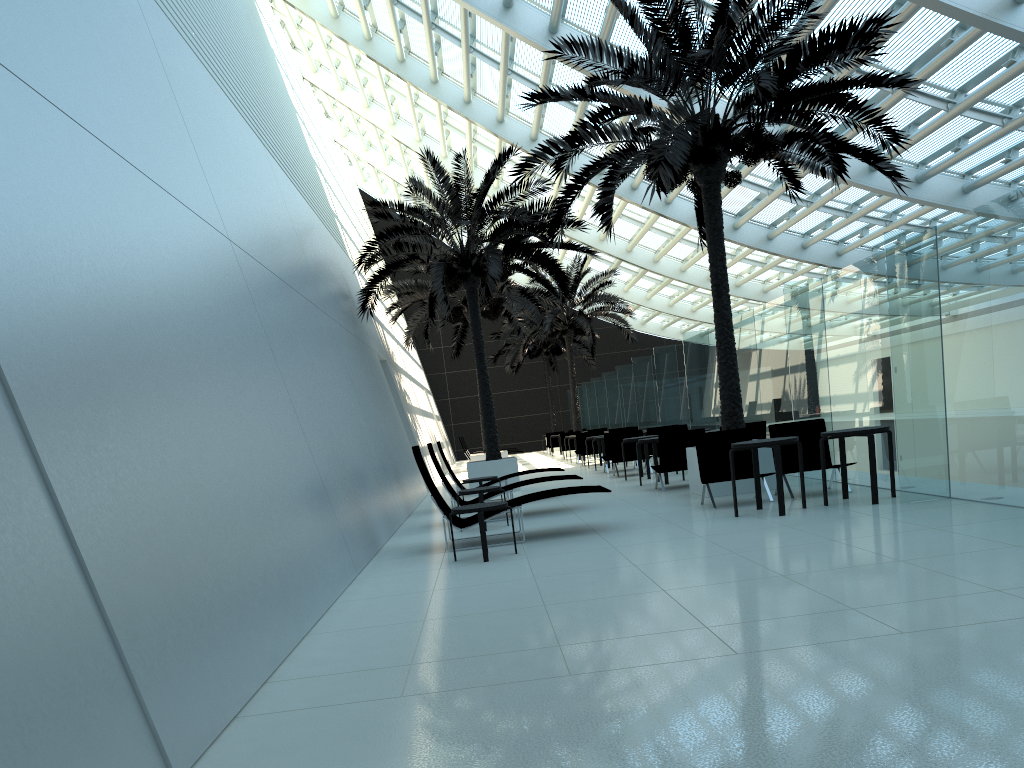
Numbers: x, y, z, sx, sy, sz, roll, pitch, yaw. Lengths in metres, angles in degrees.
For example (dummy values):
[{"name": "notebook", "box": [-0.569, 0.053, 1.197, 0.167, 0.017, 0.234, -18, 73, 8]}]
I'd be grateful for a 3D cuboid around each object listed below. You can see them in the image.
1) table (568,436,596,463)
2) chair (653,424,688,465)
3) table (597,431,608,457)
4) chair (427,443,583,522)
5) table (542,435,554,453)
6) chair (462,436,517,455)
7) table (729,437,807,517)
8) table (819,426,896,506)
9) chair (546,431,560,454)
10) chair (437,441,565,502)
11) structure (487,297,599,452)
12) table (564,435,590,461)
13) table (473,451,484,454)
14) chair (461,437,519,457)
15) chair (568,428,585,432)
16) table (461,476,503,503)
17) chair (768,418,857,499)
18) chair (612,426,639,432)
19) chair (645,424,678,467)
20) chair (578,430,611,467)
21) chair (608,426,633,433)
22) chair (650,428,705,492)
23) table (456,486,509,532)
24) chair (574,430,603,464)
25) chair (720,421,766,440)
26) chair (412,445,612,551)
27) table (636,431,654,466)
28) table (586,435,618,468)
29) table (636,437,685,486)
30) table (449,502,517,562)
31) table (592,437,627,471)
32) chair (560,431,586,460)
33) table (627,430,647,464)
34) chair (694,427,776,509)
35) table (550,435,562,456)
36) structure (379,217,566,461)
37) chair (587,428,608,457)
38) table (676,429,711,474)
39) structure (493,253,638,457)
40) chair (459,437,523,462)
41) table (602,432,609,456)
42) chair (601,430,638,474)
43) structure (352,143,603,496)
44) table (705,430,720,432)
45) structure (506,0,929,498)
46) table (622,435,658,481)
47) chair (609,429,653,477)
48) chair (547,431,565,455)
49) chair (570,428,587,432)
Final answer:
[{"name": "table", "box": [2.104, 1.933, 26.154, 0.684, 0.790, 0.668, -4, 4, 41]}, {"name": "chair", "box": [3.341, 1.287, 17.650, 0.716, 0.897, 0.879, -7, 2, -2]}, {"name": "table", "box": [3.024, 1.896, 27.602, 0.684, 0.790, 0.667, -5, 4, 36]}, {"name": "chair", "box": [-0.079, 1.278, 12.208, 2.035, 1.171, 0.912, -7, 3, -1]}, {"name": "table", "box": [1.703, 2.563, 37.412, 0.668, 0.790, 0.683, -10, 4, -44]}, {"name": "chair", "box": [-0.860, 2.506, 34.166, 2.035, 1.171, 0.912, -7, 3, -1]}, {"name": "table", "box": [2.714, 0.987, 9.266, 0.668, 0.790, 0.683, -10, 4, -44]}, {"name": "table", "box": [3.676, 0.871, 9.284, 0.668, 0.790, 0.683, -10, 4, -44]}, {"name": "chair", "box": [1.768, 2.437, 36.230, 0.716, 0.897, 0.879, -7, 2, -2]}, {"name": "chair", "box": [-0.170, 1.421, 14.776, 2.035, 1.171, 0.912, -7, 3, -1]}, {"name": "structure", "box": [1.743, -0.509, 38.784, 4.413, 7.099, 4.799, -9, 5, -23]}, {"name": "table", "box": [2.062, 2.012, 27.583, 0.684, 0.790, 0.667, -5, 4, 36]}, {"name": "table", "box": [-1.160, 2.814, 33.039, 0.557, 0.523, 0.544, -5, 3, 41]}, {"name": "chair", "box": [-0.766, 2.358, 31.518, 2.035, 1.171, 0.912, -7, 3, -1]}, {"name": "chair", "box": [2.694, 2.326, 36.248, 0.716, 0.897, 0.879, -7, 2, -2]}, {"name": "table", "box": [-0.470, 1.729, 13.650, 0.557, 0.523, 0.544, -5, 3, 41]}, {"name": "chair", "box": [3.597, 0.884, 10.451, 0.716, 0.897, 0.879, -7, 2, -2]}, {"name": "chair", "box": [3.140, 1.603, 23.296, 0.716, 0.897, 0.879, -7, 2, -2]}, {"name": "chair", "box": [3.295, 1.381, 19.357, 0.716, 0.897, 0.879, -7, 2, -2]}, {"name": "chair", "box": [2.215, 1.714, 23.278, 0.716, 0.897, 0.879, -7, 2, -2]}, {"name": "chair", "box": [3.094, 1.696, 24.991, 0.716, 0.897, 0.879, -7, 2, -2]}, {"name": "chair", "box": [2.575, 1.168, 13.554, 0.716, 0.897, 0.879, -7, 2, -2]}, {"name": "table", "box": [-0.378, 1.585, 11.082, 0.557, 0.523, 0.544, -5, 3, 41]}, {"name": "chair", "box": [2.169, 1.807, 24.973, 0.716, 0.897, 0.879, -7, 2, -2]}, {"name": "chair", "box": [3.501, 1.057, 13.572, 0.716, 0.897, 0.879, -7, 2, -2]}, {"name": "chair", "box": [0.013, 1.134, 9.640, 2.035, 1.171, 0.912, -7, 3, -1]}, {"name": "table", "box": [3.266, 1.502, 20.539, 0.684, 0.790, 0.668, -4, 4, 41]}, {"name": "table", "box": [2.261, 1.698, 21.984, 0.684, 0.790, 0.667, -5, 4, 36]}, {"name": "table", "box": [2.510, 1.294, 14.736, 0.684, 0.790, 0.668, -4, 4, 41]}, {"name": "table", "box": [-0.287, 1.441, 8.514, 0.557, 0.523, 0.544, -5, 3, 41]}, {"name": "table", "box": [2.304, 1.618, 20.520, 0.684, 0.790, 0.668, -4, 4, 41]}, {"name": "chair", "box": [2.017, 2.026, 28.852, 0.716, 0.897, 0.879, -7, 2, -2]}, {"name": "table", "box": [3.223, 1.583, 22.003, 0.684, 0.790, 0.667, -5, 4, 36]}, {"name": "chair", "box": [2.672, 0.995, 10.433, 0.716, 0.897, 0.879, -7, 2, -2]}, {"name": "table", "box": [1.861, 2.328, 33.241, 0.684, 0.790, 0.667, -5, 4, 36]}, {"name": "structure", "box": [-1.056, -0.913, 23.182, 4.315, 6.973, 4.546, -4, 5, 32]}, {"name": "chair", "box": [2.942, 1.915, 28.870, 0.716, 0.897, 0.879, -7, 2, -2]}, {"name": "table", "box": [3.424, 1.267, 16.369, 0.684, 0.790, 0.667, -5, 4, 36]}, {"name": "structure", "box": [2.006, -0.961, 30.651, 4.807, 7.101, 4.402, -7, 5, -8]}, {"name": "chair", "box": [-0.674, 2.214, 28.949, 2.035, 1.171, 0.912, -7, 3, -1]}, {"name": "table", "box": [3.066, 1.817, 26.173, 0.684, 0.790, 0.668, -4, 4, 41]}, {"name": "chair", "box": [2.370, 1.492, 19.339, 0.716, 0.897, 0.879, -7, 2, -2]}, {"name": "structure", "box": [-0.635, -1.242, 17.198, 4.596, 6.912, 4.268, -9, 5, -23]}, {"name": "table", "box": [3.472, 1.178, 14.754, 0.684, 0.790, 0.668, -4, 4, 41]}, {"name": "structure", "box": [2.692, -2.031, 11.537, 4.846, 7.101, 4.366, -6, 5, 17]}, {"name": "table", "box": [2.462, 1.383, 16.350, 0.684, 0.790, 0.667, -5, 4, 36]}, {"name": "chair", "box": [2.416, 1.398, 17.632, 0.716, 0.897, 0.879, -7, 2, -2]}, {"name": "chair", "box": [1.814, 2.344, 34.535, 0.716, 0.897, 0.879, -7, 2, -2]}, {"name": "chair", "box": [2.740, 2.233, 34.553, 0.716, 0.897, 0.879, -7, 2, -2]}]
